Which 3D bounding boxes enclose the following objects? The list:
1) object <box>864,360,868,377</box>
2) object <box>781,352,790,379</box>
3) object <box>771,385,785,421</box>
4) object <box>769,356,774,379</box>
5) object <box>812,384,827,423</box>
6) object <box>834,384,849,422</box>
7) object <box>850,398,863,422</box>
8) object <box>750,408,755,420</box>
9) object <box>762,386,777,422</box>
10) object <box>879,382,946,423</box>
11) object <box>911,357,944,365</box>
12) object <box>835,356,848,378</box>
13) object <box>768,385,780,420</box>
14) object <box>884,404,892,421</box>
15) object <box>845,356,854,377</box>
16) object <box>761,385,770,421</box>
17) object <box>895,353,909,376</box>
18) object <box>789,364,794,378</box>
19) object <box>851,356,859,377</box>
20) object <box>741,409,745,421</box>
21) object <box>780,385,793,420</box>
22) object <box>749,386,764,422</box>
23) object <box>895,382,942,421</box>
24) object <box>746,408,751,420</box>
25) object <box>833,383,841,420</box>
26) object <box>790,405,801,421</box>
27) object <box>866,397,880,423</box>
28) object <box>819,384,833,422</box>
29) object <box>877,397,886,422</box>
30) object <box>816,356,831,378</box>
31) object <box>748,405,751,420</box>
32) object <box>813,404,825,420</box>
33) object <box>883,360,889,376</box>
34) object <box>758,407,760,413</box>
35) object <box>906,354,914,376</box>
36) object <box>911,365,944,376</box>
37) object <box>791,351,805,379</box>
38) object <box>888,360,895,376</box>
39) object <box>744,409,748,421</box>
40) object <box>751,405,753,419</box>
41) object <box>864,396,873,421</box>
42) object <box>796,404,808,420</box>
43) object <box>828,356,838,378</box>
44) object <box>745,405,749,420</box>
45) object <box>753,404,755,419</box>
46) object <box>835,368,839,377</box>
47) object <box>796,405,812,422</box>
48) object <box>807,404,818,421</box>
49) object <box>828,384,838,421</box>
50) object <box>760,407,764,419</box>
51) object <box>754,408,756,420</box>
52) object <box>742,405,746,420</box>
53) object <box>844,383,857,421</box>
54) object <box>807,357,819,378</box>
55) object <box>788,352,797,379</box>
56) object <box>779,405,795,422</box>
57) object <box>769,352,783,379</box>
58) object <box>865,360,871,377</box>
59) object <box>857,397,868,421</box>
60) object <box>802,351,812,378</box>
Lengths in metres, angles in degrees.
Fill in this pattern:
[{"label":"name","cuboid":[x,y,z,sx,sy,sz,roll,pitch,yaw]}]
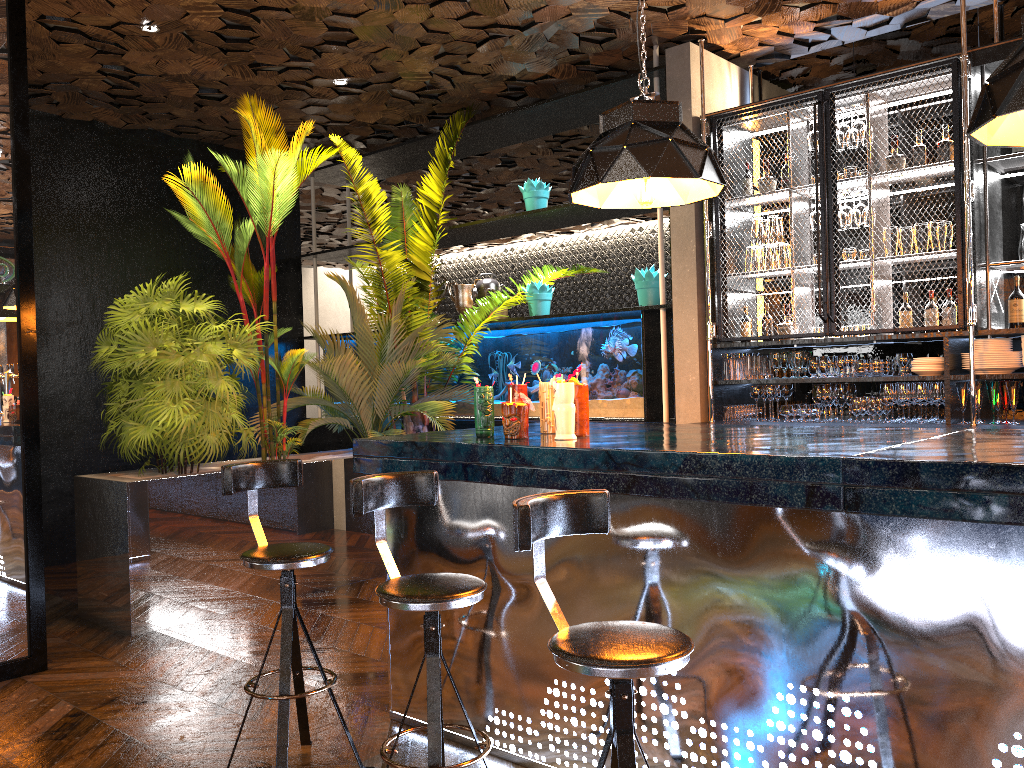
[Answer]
[{"label":"object","cuboid":[2.099,-0.093,5.327,0.078,0.103,0.078,-2,0,-5]},{"label":"object","cuboid":[1.745,-0.119,5.678,0.087,0.170,0.087,-2,0,2]},{"label":"object","cuboid":[1.712,0.122,5.713,0.091,0.227,0.091,-2,0,5]},{"label":"object","cuboid":[1.726,-0.113,5.950,0.051,0.152,0.058,-2,0,2]},{"label":"object","cuboid":[1.874,0.119,5.408,0.077,0.229,0.088,-2,1,-35]},{"label":"object","cuboid":[2.008,0.115,5.406,0.088,0.229,0.077,-1,1,41]},{"label":"object","cuboid":[2.064,0.155,5.312,0.074,0.146,0.065,-2,0,18]},{"label":"object","cuboid":[1.596,0.200,5.887,0.034,0.080,0.034,-2,0,24]},{"label":"object","cuboid":[1.641,0.125,5.637,0.091,0.227,0.091,-2,0,-25]},{"label":"object","cuboid":[2.335,0.109,5.132,0.376,0.227,0.186,-1,1,40]},{"label":"object","cuboid":[2.385,-0.120,5.046,0.209,0.060,0.211,-2,0,-4]},{"label":"object","cuboid":[1.978,-0.104,5.320,0.074,0.131,0.074,-2,1,-35]},{"label":"object","cuboid":[1.730,0.120,5.885,0.091,0.227,0.091,-2,1,-45]},{"label":"object","cuboid":[2.280,0.148,5.406,0.065,0.146,0.074,-2,0,-26]},{"label":"object","cuboid":[2.038,-0.106,5.383,0.074,0.131,0.074,-2,1,-35]},{"label":"object","cuboid":[1.647,0.123,5.780,0.091,0.227,0.091,-2,0,-9]},{"label":"object","cuboid":[2.276,-0.111,5.170,0.074,0.131,0.074,-2,1,-35]},{"label":"object","cuboid":[1.824,-0.122,5.766,0.087,0.170,0.087,-2,0,2]},{"label":"object","cuboid":[2.095,-0.108,5.448,0.074,0.131,0.074,-2,1,-35]},{"label":"object","cuboid":[1.503,0.203,5.786,0.034,0.080,0.034,-2,0,6]},{"label":"object","cuboid":[1.793,0.119,5.798,0.091,0.227,0.091,-2,0,5]},{"label":"object","cuboid":[1.573,0.126,5.701,0.091,0.227,0.091,-2,0,4]},{"label":"object","cuboid":[2.466,0.104,5.278,0.376,0.227,0.186,-1,1,40]},{"label":"object","cuboid":[1.561,0.201,5.853,0.034,0.080,0.034,-2,1,-40]},{"label":"object","cuboid":[2.050,0.112,5.608,0.077,0.229,0.088,-2,0,16]},{"label":"object","cuboid":[1.795,0.183,5.640,0.093,0.101,0.093,-2,0,3]},{"label":"object","cuboid":[2.139,0.153,5.252,0.074,0.146,0.065,-1,1,36]},{"label":"object","cuboid":[1.936,0.116,5.476,0.088,0.229,0.077,-2,0,1]},{"label":"object","cuboid":[2.209,0.151,5.332,0.074,0.146,0.065,-2,0,-25]},{"label":"object","cuboid":[1.899,-0.103,5.406,0.081,0.132,0.081,-2,0,14]},{"label":"object","cuboid":[1.593,0.190,5.954,0.031,0.098,0.031,-2,0,-16]},{"label":"object","cuboid":[1.943,0.178,5.645,0.093,0.101,0.093,-2,1,-33]},{"label":"object","cuboid":[2.227,-0.095,5.336,0.078,0.099,0.078,-2,0,9]},{"label":"object","cuboid":[1.651,0.198,5.953,0.034,0.080,0.034,-2,1,-39]},{"label":"object","cuboid":[2.372,-0.115,5.322,0.074,0.131,0.074,-2,1,-35]},{"label":"object","cuboid":[2.385,-0.080,5.047,0.211,0.060,0.209,-2,0,1]},{"label":"object","cuboid":[1.772,-0.119,5.481,0.087,0.170,0.087,-2,0,2]},{"label":"object","cuboid":[2.286,-0.097,5.396,0.078,0.099,0.078,-2,0,9]},{"label":"object","cuboid":[1.535,0.202,5.823,0.034,0.080,0.034,-2,0,9]},{"label":"object","cuboid":[1.616,0.189,5.984,0.031,0.098,0.031,-2,0,-1]},{"label":"object","cuboid":[2.196,0.150,5.463,0.074,0.146,0.065,-2,0,-19]},{"label":"object","cuboid":[1.866,0.180,5.718,0.093,0.101,0.093,-1,0,28]},{"label":"object","cuboid":[1.976,-0.106,5.498,0.081,0.132,0.081,-2,0,14]},{"label":"object","cuboid":[1.568,0.191,5.928,0.031,0.098,0.031,-2,0,-26]},{"label":"object","cuboid":[1.638,0.188,6.012,0.031,0.098,0.031,-2,1,-44]},{"label":"object","cuboid":[2.065,-0.109,5.592,0.081,0.132,0.081,-2,0,14]},{"label":"object","cuboid":[1.807,0.183,5.490,0.093,0.101,0.093,-2,0,4]},{"label":"object","cuboid":[1.873,0.181,5.573,0.093,0.101,0.093,-2,0,-27]},{"label":"object","cuboid":[1.987,0.114,5.539,0.088,0.229,0.077,-2,0,-33]},{"label":"object","cuboid":[1.683,0.197,5.986,0.034,0.080,0.034,-2,1,-39]},{"label":"object","cuboid":[1.622,0.199,5.919,0.034,0.080,0.034,-1,1,41]},{"label":"object","cuboid":[1.540,0.192,5.899,0.031,0.098,0.031,-2,0,-3]},{"label":"object","cuboid":[2.092,0.111,5.495,0.088,0.229,0.077,-1,1,43]},{"label":"object","cuboid":[1.871,-0.103,5.500,0.081,0.132,0.081,-2,0,14]},{"label":"object","cuboid":[1.786,-0.120,5.590,0.087,0.170,0.087,-2,0,2]},{"label":"object","cuboid":[1.725,0.185,5.562,0.093,0.101,0.093,-2,0,10]},{"label":"object","cuboid":[1.666,-0.116,5.590,0.087,0.170,0.087,-2,0,2]},{"label":"object","cuboid":[2.158,-0.095,5.397,0.078,0.103,0.078,-2,0,-5]},{"label":"object","cuboid":[2.132,0.152,5.391,0.074,0.146,0.065,-2,1,-36]},{"label":"object","cuboid":[1.883,-0.123,5.698,0.087,0.170,0.087,-2,0,2]}]
